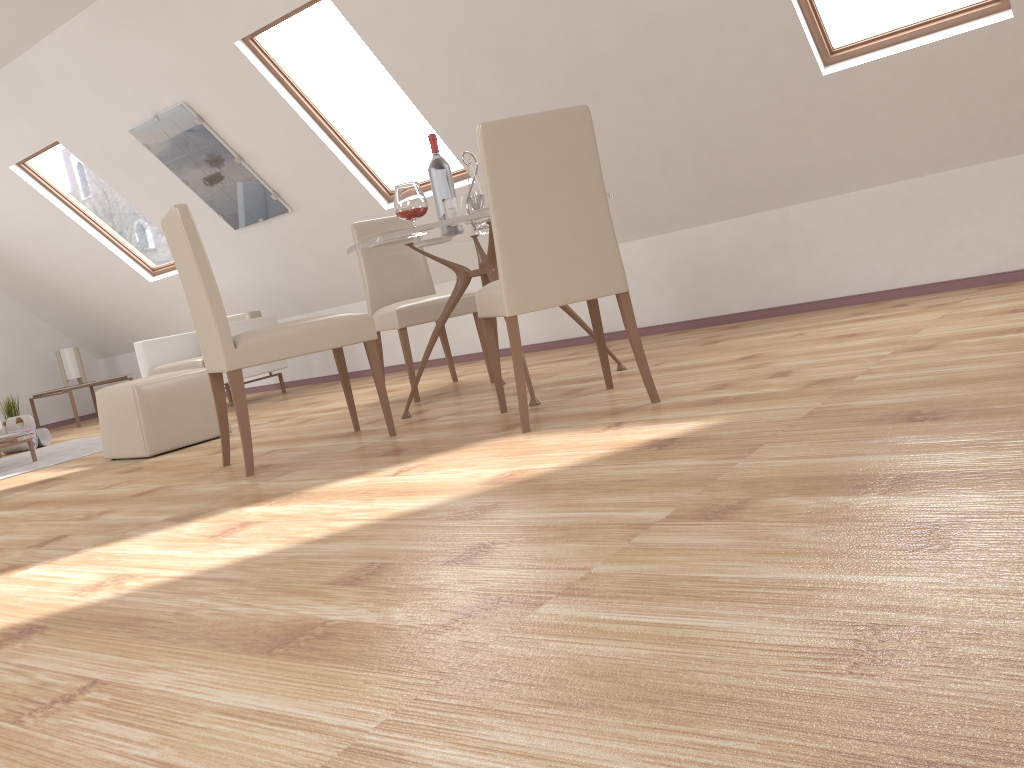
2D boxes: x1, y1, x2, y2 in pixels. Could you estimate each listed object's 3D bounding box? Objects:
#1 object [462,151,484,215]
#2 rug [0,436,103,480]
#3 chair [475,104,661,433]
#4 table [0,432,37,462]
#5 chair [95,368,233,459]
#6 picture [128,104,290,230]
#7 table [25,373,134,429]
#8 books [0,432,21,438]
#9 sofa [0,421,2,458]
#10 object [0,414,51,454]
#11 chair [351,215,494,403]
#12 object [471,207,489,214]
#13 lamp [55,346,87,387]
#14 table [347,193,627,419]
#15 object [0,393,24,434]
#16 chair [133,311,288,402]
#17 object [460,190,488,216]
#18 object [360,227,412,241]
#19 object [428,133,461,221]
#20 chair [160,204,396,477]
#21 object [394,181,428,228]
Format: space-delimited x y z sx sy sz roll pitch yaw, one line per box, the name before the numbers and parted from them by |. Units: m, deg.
object | -0.169 -0.865 3.907 0.096 0.322 0.086 -12 6 1
rug | -3.550 0.640 5.240 1.600 0.007 2.800 -7 8 38
chair | 0.123 -0.397 3.161 0.477 0.999 0.618 -12 6 -8
table | -3.598 0.549 5.301 0.730 0.190 1.173 -7 8 38
chair | -1.877 0.148 4.741 0.506 0.394 0.506 -6 8 42
picture | -2.107 -1.481 6.198 0.650 0.738 0.683 -7 8 38
table | -4.258 0.193 8.840 0.773 0.390 0.730 -7 8 36
books | -3.307 0.349 5.654 0.192 0.005 0.280 -8 7 30
sofa | -4.651 0.419 6.047 0.820 0.706 1.880 -7 8 38
object | -3.757 0.376 6.807 0.315 0.267 0.212 -9 7 25
chair | -0.511 -0.446 4.795 0.477 0.999 0.618 -14 7 -25
object | -0.050 -0.692 3.531 0.228 0.020 0.228 -12 6 -7
lamp | -4.435 -0.175 8.937 0.221 0.375 0.180 -14 6 -18
table | -0.060 -0.333 3.968 1.198 0.770 1.198 -15 7 -31
object | -4.706 0.289 8.359 0.209 0.480 0.234 -11 6 4
chair | -2.347 -0.159 6.983 0.748 0.706 0.820 -8 7 27
object | -0.179 -0.829 4.259 0.136 0.183 0.136 -15 7 -25
object | -0.506 -0.614 3.677 0.228 0.020 0.228 -15 7 -30
object | -0.314 -0.901 3.973 0.109 0.435 0.109 -8 7 33
chair | -0.915 -0.217 3.470 0.618 0.999 0.477 -15 7 -27
object | -0.400 -0.702 3.518 0.136 0.183 0.136 -10 6 16
